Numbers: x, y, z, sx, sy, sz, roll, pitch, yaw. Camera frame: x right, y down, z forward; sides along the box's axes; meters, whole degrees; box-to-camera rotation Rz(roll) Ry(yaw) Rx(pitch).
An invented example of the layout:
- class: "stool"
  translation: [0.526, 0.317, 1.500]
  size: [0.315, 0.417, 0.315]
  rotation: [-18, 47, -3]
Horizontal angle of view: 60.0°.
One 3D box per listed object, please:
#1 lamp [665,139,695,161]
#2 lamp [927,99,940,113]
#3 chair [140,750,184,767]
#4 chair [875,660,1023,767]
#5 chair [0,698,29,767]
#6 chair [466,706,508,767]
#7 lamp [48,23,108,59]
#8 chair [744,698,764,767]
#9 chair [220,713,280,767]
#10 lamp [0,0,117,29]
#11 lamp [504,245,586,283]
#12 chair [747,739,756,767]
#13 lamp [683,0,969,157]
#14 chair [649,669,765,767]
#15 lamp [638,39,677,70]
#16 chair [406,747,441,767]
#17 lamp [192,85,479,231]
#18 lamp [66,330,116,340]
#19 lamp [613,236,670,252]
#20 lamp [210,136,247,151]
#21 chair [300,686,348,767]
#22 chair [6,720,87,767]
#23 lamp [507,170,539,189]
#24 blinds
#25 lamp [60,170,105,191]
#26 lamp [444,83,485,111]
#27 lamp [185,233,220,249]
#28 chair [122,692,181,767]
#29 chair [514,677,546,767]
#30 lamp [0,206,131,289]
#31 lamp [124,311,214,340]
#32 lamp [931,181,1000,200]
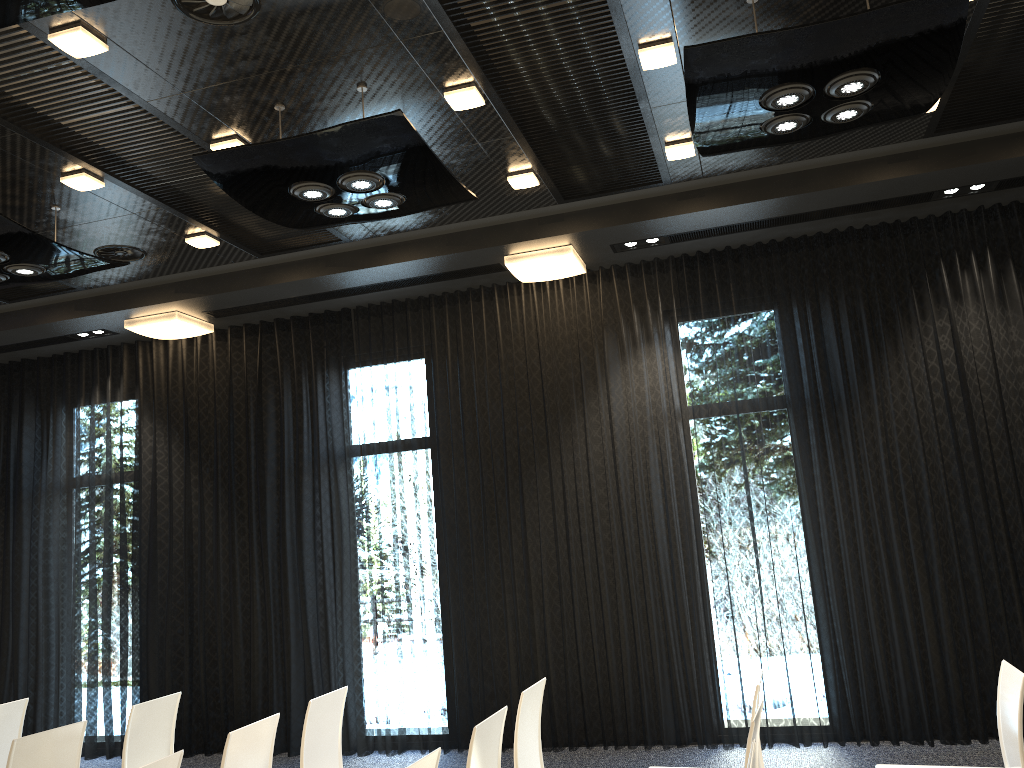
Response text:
- class: "lamp"
  translation: [0.978, -1.357, 5.157]
  size: [0.159, 0.049, 0.159]
  rotation: [-7, -11, 15]
- class: "lamp"
  translation: [2.226, -1.518, 4.822]
  size: [0.159, 0.049, 0.159]
  rotation: [-7, -11, 15]
- class: "chair"
  translation: [-1.409, 1.702, 2.889]
  size: [0.548, 0.872, 0.420]
  rotation: [-7, -10, 12]
- class: "chair"
  translation: [1.700, 1.542, 3.388]
  size: [0.548, 0.872, 0.420]
  rotation: [-8, -11, 17]
- class: "chair"
  translation: [-2.885, 2.130, 4.610]
  size: [0.548, 0.872, 0.420]
  rotation: [-7, -10, 13]
- class: "chair"
  translation: [-0.292, 1.677, 3.251]
  size: [0.548, 0.872, 0.420]
  rotation: [-8, -11, 16]
- class: "lamp"
  translation: [-1.782, -1.407, 3.646]
  size: [0.159, 0.049, 0.159]
  rotation: [-7, -11, 15]
- class: "chair"
  translation: [0.619, 1.560, 3.006]
  size: [0.548, 0.872, 0.420]
  rotation: [-8, -11, 19]
- class: "chair"
  translation: [-1.234, 1.797, 3.494]
  size: [0.548, 0.872, 0.420]
  rotation: [-7, -10, 14]
- class: "lamp"
  translation: [-1.442, -1.466, 2.401]
  size: [1.097, 0.436, 1.097]
  rotation: [-7, -11, 15]
- class: "lamp"
  translation: [0.252, -0.890, 6.537]
  size: [0.499, 0.153, 0.499]
  rotation: [-7, -11, 15]
- class: "chair"
  translation: [0.434, 1.467, 2.404]
  size: [0.548, 0.872, 0.420]
  rotation: [-8, -11, 16]
- class: "lamp"
  translation: [1.318, -1.417, 3.913]
  size: [1.097, 0.436, 1.097]
  rotation: [-7, -11, 15]
- class: "chair"
  translation: [0.801, 1.659, 3.640]
  size: [0.548, 0.872, 0.420]
  rotation: [-8, -11, 17]
- class: "lamp"
  translation: [0.676, -1.521, 4.110]
  size: [0.159, 0.049, 0.159]
  rotation: [-7, -11, 15]
- class: "chair"
  translation: [-0.501, 1.583, 2.634]
  size: [0.548, 0.872, 0.420]
  rotation: [-8, -11, 18]
- class: "lamp"
  translation: [-0.838, -1.139, 4.492]
  size: [1.097, 0.436, 1.097]
  rotation: [-7, -11, 15]
- class: "lamp"
  translation: [-3.600, -0.434, 7.578]
  size: [0.389, 0.028, 0.166]
  rotation: [-7, -11, 15]
- class: "lamp"
  translation: [0.930, -1.018, 6.362]
  size: [0.389, 0.028, 0.166]
  rotation: [-7, -11, 15]
- class: "lamp"
  translation: [-1.480, -1.243, 4.689]
  size: [0.159, 0.049, 0.159]
  rotation: [-7, -11, 15]
- class: "chair"
  translation: [-1.066, 1.894, 4.111]
  size: [0.548, 0.872, 0.420]
  rotation: [-7, -11, 15]
- class: "chair"
  translation: [-2.145, 1.914, 3.738]
  size: [0.548, 0.872, 0.420]
  rotation: [-8, -11, 20]
- class: "lamp"
  translation: [0.070, -1.240, 5.401]
  size: [0.159, 0.049, 0.159]
  rotation: [-7, -11, 15]
- class: "blinds"
  translation: [-1.180, 1.070, 6.945]
  size: [18.163, 3.464, 0.261]
  rotation: [-7, -11, 15]
- class: "lamp"
  translation: [-2.389, -1.126, 4.933]
  size: [0.159, 0.049, 0.159]
  rotation: [-7, -11, 15]
- class: "lamp"
  translation: [-0.232, -1.404, 4.354]
  size: [0.159, 0.049, 0.159]
  rotation: [-7, -11, 15]
- class: "lamp"
  translation: [-2.086, -0.963, 5.980]
  size: [0.159, 0.049, 0.159]
  rotation: [-7, -11, 15]
- class: "chair"
  translation: [-1.972, 2.015, 4.374]
  size: [0.548, 0.872, 0.420]
  rotation: [-7, -10, 15]
- class: "chair"
  translation: [-0.119, 1.778, 3.887]
  size: [0.548, 0.872, 0.420]
  rotation: [-8, -11, 16]
- class: "lamp"
  translation: [-2.995, -0.861, 5.071]
  size: [1.097, 0.436, 1.097]
  rotation: [-7, -11, 15]
- class: "lamp"
  translation: [-2.841, -0.491, 7.368]
  size: [0.499, 0.153, 0.499]
  rotation: [-7, -11, 15]
- class: "lamp"
  translation: [2.965, -1.280, 5.815]
  size: [0.389, 0.028, 0.166]
  rotation: [-7, -11, 15]
